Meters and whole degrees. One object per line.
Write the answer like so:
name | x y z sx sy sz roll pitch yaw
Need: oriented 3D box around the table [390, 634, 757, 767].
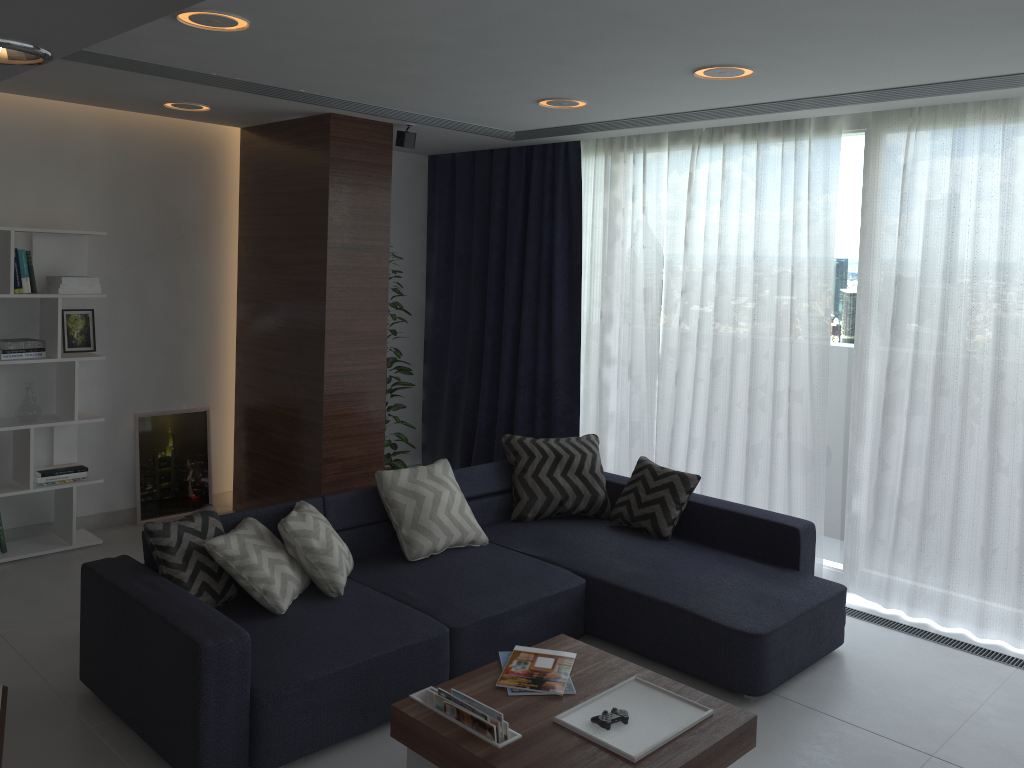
table | 0.186 1.167 2.732 0.809 0.350 0.802 8 9 44

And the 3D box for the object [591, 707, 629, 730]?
object | 0.297 0.996 2.645 0.112 0.036 0.071 -3 8 -32

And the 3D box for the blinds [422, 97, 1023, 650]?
blinds | -0.111 -0.063 2.806 5.808 2.757 7.175 -4 9 -42

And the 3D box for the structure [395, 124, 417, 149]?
structure | -0.657 -1.530 5.474 0.084 0.141 0.115 -1 6 -41

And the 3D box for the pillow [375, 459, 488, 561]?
pillow | -0.397 0.610 4.324 0.344 0.386 0.496 7 7 44

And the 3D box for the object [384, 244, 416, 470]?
object | -0.887 -0.070 6.164 0.503 1.836 0.485 3 3 13

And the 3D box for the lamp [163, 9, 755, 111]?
lamp | -2.063 -0.956 0.508 5.361 0.084 9.625 6 9 30

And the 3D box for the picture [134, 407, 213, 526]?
picture | -2.180 0.520 5.712 0.084 0.695 0.501 4 5 44

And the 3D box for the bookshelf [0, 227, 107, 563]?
bookshelf | -2.862 0.056 4.799 0.301 1.811 1.152 5 5 44

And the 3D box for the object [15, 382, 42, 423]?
object | -2.693 0.101 4.921 0.132 0.218 0.133 -1 5 -40

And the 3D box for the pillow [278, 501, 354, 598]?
pillow | -0.832 0.696 3.795 0.280 0.349 0.421 2 5 -3

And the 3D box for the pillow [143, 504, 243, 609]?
pillow | -1.238 0.695 3.481 0.222 0.383 0.417 3 5 14

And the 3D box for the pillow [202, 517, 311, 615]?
pillow | -1.011 0.727 3.574 0.330 0.293 0.418 3 6 6

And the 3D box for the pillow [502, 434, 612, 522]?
pillow | 0.253 0.563 4.989 0.597 0.516 0.357 0 4 -15

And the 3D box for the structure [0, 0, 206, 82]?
structure | -0.158 -0.495 0.077 1.049 0.756 0.447 8 7 44

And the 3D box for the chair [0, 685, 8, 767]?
chair | -1.273 1.069 1.746 0.464 0.705 0.398 0 4 -28

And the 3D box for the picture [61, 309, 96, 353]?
picture | -2.574 -0.316 5.250 0.059 0.254 0.182 5 5 44

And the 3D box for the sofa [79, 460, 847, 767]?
sofa | -0.004 0.892 3.801 1.908 0.605 2.879 9 10 44

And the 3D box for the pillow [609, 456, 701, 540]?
pillow | 0.755 0.606 4.717 0.286 0.343 0.417 -2 7 -41
